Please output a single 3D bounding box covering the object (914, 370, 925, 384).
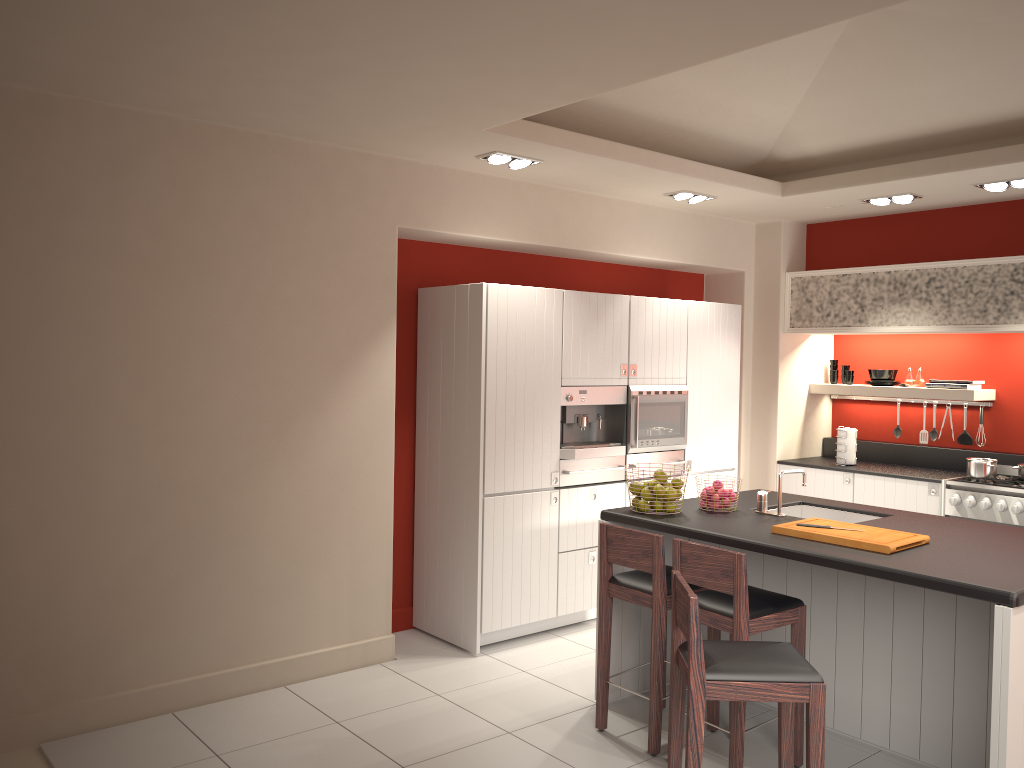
[{"bbox_3d":[3.275,-0.043,7.126,0.077,0.134,0.076,2,2,34],"label":"object"}]

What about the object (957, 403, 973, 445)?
[{"bbox_3d":[3.564,0.315,6.961,0.040,0.331,0.123,0,2,-40],"label":"object"}]

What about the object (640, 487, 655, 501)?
[{"bbox_3d":[0.711,0.577,4.644,0.076,0.077,0.076,1,2,15],"label":"object"}]

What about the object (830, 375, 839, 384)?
[{"bbox_3d":[2.741,-0.035,7.544,0.070,0.076,0.070,2,2,22],"label":"object"}]

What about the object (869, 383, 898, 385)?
[{"bbox_3d":[3.070,0.002,7.348,0.280,0.016,0.280,0,2,-40],"label":"object"}]

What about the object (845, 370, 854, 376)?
[{"bbox_3d":[2.852,-0.076,7.488,0.070,0.076,0.070,2,2,22],"label":"object"}]

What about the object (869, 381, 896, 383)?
[{"bbox_3d":[3.070,-0.014,7.348,0.280,0.016,0.280,0,2,-40],"label":"object"}]

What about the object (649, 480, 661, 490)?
[{"bbox_3d":[0.745,0.530,4.630,0.062,0.061,0.057,0,2,-25],"label":"object"}]

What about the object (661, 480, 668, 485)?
[{"bbox_3d":[0.799,0.536,4.723,0.078,0.076,0.071,2,2,20],"label":"object"}]

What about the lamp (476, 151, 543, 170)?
[{"bbox_3d":[-0.012,-1.347,5.267,0.361,0.103,0.199,0,2,-39],"label":"lamp"}]

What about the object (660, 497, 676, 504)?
[{"bbox_3d":[0.821,0.623,4.673,0.084,0.079,0.086,1,2,5],"label":"object"}]

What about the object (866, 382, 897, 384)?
[{"bbox_3d":[3.070,-0.003,7.348,0.280,0.016,0.280,0,2,-40],"label":"object"}]

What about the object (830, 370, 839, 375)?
[{"bbox_3d":[2.742,-0.079,7.543,0.070,0.076,0.070,2,2,22],"label":"object"}]

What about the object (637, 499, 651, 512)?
[{"bbox_3d":[0.684,0.630,4.598,0.068,0.068,0.068,0,2,-28],"label":"object"}]

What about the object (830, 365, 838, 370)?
[{"bbox_3d":[2.801,-0.127,7.717,0.070,0.076,0.070,2,2,22],"label":"object"}]

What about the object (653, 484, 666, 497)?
[{"bbox_3d":[0.761,0.549,4.572,0.067,0.068,0.067,1,2,13],"label":"object"}]

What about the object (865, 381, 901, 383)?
[{"bbox_3d":[3.070,-0.009,7.348,0.280,0.016,0.280,0,2,-40],"label":"object"}]

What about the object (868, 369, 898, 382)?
[{"bbox_3d":[3.071,-0.066,7.346,0.232,0.108,0.232,1,2,2],"label":"object"}]

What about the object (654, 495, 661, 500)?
[{"bbox_3d":[0.774,0.594,4.736,0.064,0.060,0.064,0,2,-45],"label":"object"}]

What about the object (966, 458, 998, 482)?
[{"bbox_3d":[3.326,0.607,6.281,0.201,0.148,0.201,3,2,43],"label":"object"}]

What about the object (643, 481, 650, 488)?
[{"bbox_3d":[0.725,0.545,4.708,0.062,0.061,0.057,0,2,-25],"label":"object"}]

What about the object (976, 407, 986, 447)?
[{"bbox_3d":[3.627,0.325,6.856,0.069,0.328,0.069,2,2,28],"label":"object"}]

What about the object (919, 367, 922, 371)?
[{"bbox_3d":[3.278,-0.118,7.123,0.026,0.032,0.023,2,2,33],"label":"object"}]

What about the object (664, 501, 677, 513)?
[{"bbox_3d":[0.819,0.633,4.587,0.068,0.068,0.068,0,2,-28],"label":"object"}]

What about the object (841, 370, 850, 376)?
[{"bbox_3d":[2.871,-0.080,7.632,0.070,0.076,0.070,2,2,22],"label":"object"}]

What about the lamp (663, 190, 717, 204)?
[{"bbox_3d":[1.274,-1.344,6.327,0.361,0.084,0.199,0,2,-39],"label":"lamp"}]

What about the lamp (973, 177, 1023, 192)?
[{"bbox_3d":[3.178,-1.299,5.669,0.199,0.104,0.361,0,2,-39],"label":"lamp"}]

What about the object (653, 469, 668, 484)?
[{"bbox_3d":[0.784,0.487,4.671,0.078,0.080,0.078,0,2,-39],"label":"object"}]

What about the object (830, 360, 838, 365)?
[{"bbox_3d":[2.802,-0.171,7.716,0.070,0.076,0.070,2,2,22],"label":"object"}]

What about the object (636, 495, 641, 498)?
[{"bbox_3d":[0.694,0.573,4.742,0.076,0.077,0.076,1,2,15],"label":"object"}]

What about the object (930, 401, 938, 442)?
[{"bbox_3d":[3.397,0.302,7.132,0.022,0.323,0.067,0,2,-41],"label":"object"}]

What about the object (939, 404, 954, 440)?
[{"bbox_3d":[3.461,0.302,7.057,0.009,0.297,0.124,0,2,-39],"label":"object"}]

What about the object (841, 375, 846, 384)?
[{"bbox_3d":[2.870,-0.036,7.633,0.070,0.076,0.070,2,2,22],"label":"object"}]

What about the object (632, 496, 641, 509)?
[{"bbox_3d":[0.666,0.628,4.684,0.068,0.068,0.068,0,2,-28],"label":"object"}]

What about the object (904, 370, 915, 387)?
[{"bbox_3d":[3.188,-0.044,7.108,0.076,0.131,0.076,1,1,3],"label":"object"}]

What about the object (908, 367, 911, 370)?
[{"bbox_3d":[3.189,-0.120,7.107,0.023,0.031,0.024,1,1,2],"label":"object"}]

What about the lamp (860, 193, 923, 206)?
[{"bbox_3d":[2.682,-1.325,6.272,0.199,0.109,0.361,0,2,-39],"label":"lamp"}]

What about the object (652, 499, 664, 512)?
[{"bbox_3d":[0.764,0.631,4.618,0.068,0.068,0.068,0,2,-28],"label":"object"}]

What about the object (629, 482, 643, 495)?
[{"bbox_3d":[0.657,0.553,4.687,0.077,0.068,0.076,3,2,44],"label":"object"}]

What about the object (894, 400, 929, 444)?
[{"bbox_3d":[3.275,0.309,7.277,0.022,0.351,0.287,0,2,-38],"label":"object"}]

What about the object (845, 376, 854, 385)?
[{"bbox_3d":[2.851,-0.032,7.489,0.070,0.076,0.070,2,2,22],"label":"object"}]

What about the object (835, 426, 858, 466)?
[{"bbox_3d":[2.690,0.498,7.140,0.168,0.304,0.163,1,1,-11],"label":"object"}]

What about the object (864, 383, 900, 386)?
[{"bbox_3d":[3.070,0.008,7.348,0.280,0.016,0.280,0,2,-40],"label":"object"}]

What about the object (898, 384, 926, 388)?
[{"bbox_3d":[3.230,0.012,7.118,0.183,0.027,0.160,1,2,-11],"label":"object"}]

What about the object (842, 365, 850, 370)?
[{"bbox_3d":[2.872,-0.124,7.631,0.070,0.076,0.070,2,2,22],"label":"object"}]

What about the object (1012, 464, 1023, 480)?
[{"bbox_3d":[3.750,0.634,6.274,0.309,0.105,0.309,1,2,-12],"label":"object"}]
